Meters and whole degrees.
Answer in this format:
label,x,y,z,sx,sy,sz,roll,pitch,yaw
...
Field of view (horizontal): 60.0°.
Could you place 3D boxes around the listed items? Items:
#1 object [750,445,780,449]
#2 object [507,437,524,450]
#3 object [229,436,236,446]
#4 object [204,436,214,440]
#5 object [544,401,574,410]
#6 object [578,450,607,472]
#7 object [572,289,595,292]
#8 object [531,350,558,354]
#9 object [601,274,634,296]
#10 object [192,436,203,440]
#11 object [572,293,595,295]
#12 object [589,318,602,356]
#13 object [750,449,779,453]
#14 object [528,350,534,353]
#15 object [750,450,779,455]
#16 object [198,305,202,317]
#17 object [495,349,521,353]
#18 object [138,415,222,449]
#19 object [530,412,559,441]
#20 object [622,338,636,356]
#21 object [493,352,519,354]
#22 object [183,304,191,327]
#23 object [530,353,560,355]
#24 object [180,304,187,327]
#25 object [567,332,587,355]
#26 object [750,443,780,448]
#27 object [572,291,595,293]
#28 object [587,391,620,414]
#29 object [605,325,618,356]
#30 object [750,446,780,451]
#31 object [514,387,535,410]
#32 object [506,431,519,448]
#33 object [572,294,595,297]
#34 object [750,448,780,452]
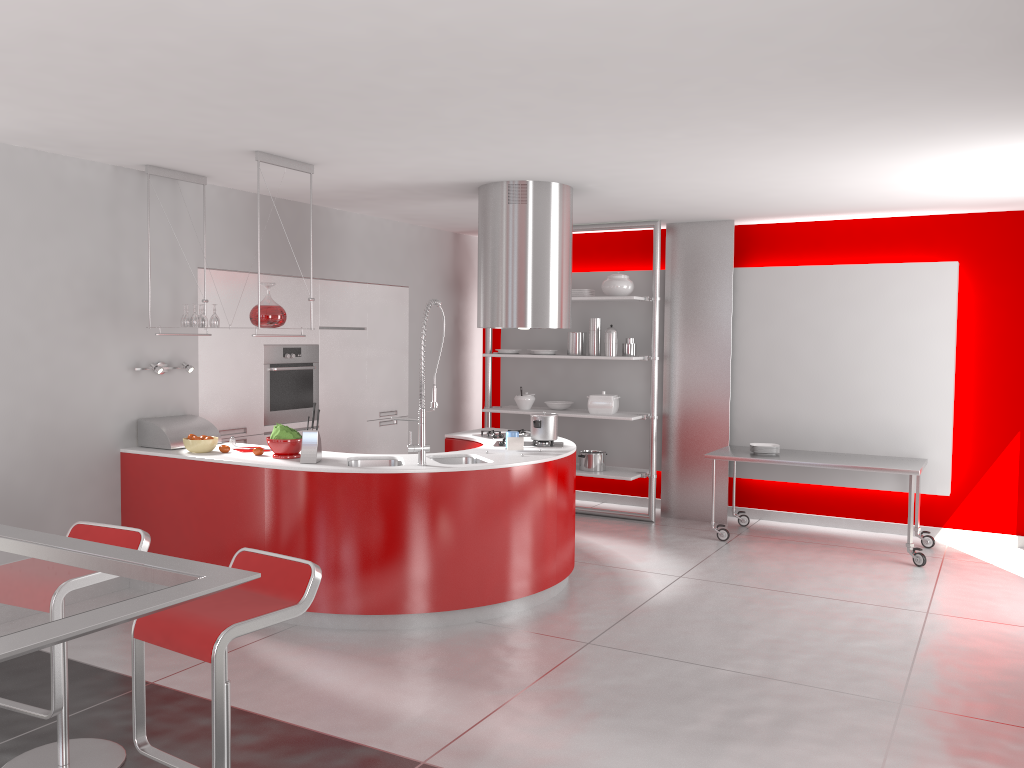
label,x,y,z,sx,sy,sz,roll,pitch,yaw
object,2.014,0.505,7.070,0.228,0.020,0.228,1,3,11
object,0.021,0.364,5.423,0.100,0.080,0.109,1,3,-1
object,-1.773,0.362,5.628,0.043,0.066,0.042,3,4,42
object,-1.826,0.339,5.337,0.066,0.049,0.062,3,4,37
object,0.434,0.203,8.188,0.272,0.072,0.272,0,3,-7
object,0.720,0.686,7.914,0.240,0.161,0.259,1,3,12
object,0.619,-0.827,7.928,0.200,0.030,0.200,2,3,29
object,0.294,-0.283,8.006,0.244,0.042,0.244,1,3,13
object,0.930,-0.867,7.792,0.287,0.222,0.287,0,3,-17
object,-1.890,0.339,5.326,0.065,0.052,0.062,1,3,14
object,0.619,-0.797,7.930,0.200,0.030,0.200,2,3,29
object,0.729,-0.412,7.785,0.109,0.329,0.110,2,3,27
object,2.013,0.535,7.071,0.228,0.020,0.228,1,3,11
object,0.260,-0.299,8.294,0.244,0.042,0.244,2,3,21
object,2.013,0.545,7.072,0.228,0.020,0.228,1,3,11
object,-1.932,-0.420,5.502,0.060,0.141,0.060,2,3,29
object,-0.032,-0.297,8.203,0.244,0.042,0.244,1,3,13
object,-2.109,0.301,5.642,0.300,0.170,0.400,2,3,29
object,0.212,0.275,5.847,0.189,0.185,0.218,0,3,-9
object,1.029,-0.323,7.781,0.127,0.157,0.127,3,4,39
object,-0.032,-0.284,8.203,0.280,0.015,0.280,-1,3,-24
object,-1.976,-0.416,5.408,0.060,0.141,0.060,1,3,6
object,0.294,-0.270,8.006,0.280,0.015,0.280,-1,4,-31
object,-2.023,-0.421,5.491,0.060,0.141,0.060,2,3,29
object,0.573,-0.360,7.924,0.184,0.205,0.172,3,4,34
object,2.014,0.494,7.069,0.228,0.020,0.228,1,3,11
object,0.619,-0.812,7.929,0.200,0.030,0.200,2,3,29
object,0.812,0.162,7.871,0.282,0.197,0.235,2,3,19
object,0.858,-0.376,7.659,0.115,0.274,0.115,2,3,22
object,2.013,0.515,7.070,0.228,0.020,0.228,1,3,11
object,0.119,0.128,8.191,0.192,0.214,0.192,1,3,16
object,0.002,0.348,5.551,0.080,0.100,0.109,1,3,2
object,0.619,-0.781,7.931,0.200,0.030,0.200,2,3,29
object,2.013,0.525,7.071,0.228,0.020,0.228,1,3,11
